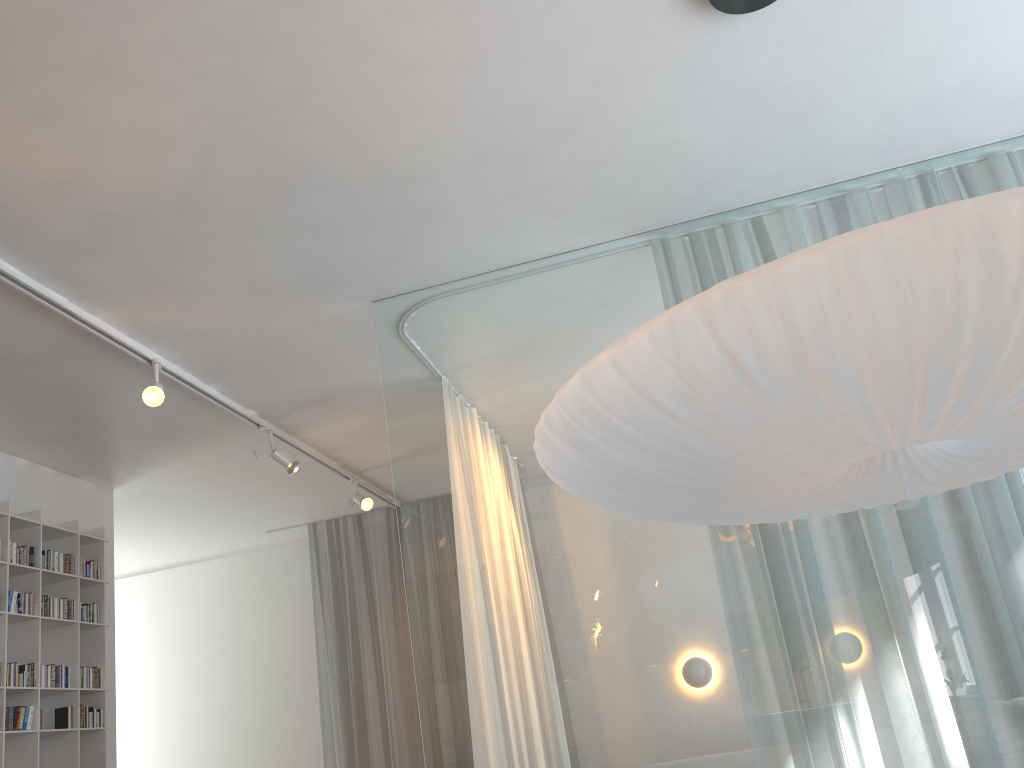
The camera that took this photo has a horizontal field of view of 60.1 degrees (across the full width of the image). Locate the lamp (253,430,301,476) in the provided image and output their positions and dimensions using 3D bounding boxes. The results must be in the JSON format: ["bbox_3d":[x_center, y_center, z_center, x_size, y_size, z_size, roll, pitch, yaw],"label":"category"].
[{"bbox_3d":[-1.215,0.351,4.585,0.086,0.234,0.252,-24,-25,37],"label":"lamp"}]

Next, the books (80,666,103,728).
[{"bbox_3d":[-2.142,1.565,4.405,0.115,0.293,0.187,-12,-19,9],"label":"books"}]

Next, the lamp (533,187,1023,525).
[{"bbox_3d":[0.782,0.086,1.838,1.478,0.205,1.496,10,-28,-39],"label":"lamp"}]

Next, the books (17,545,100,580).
[{"bbox_3d":[-2.315,1.453,3.514,0.115,1.779,1.993,-12,-20,9],"label":"books"}]

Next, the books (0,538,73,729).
[{"bbox_3d":[-2.409,0.978,3.567,0.115,0.838,1.790,-12,-21,9],"label":"books"}]

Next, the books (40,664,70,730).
[{"bbox_3d":[-2.199,1.482,4.174,0.115,0.293,0.235,-12,-20,9],"label":"books"}]

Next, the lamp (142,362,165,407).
[{"bbox_3d":[-1.475,0.012,3.633,0.085,0.234,0.256,-1,-21,-22],"label":"lamp"}]

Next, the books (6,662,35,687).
[{"bbox_3d":[-2.257,1.328,4.015,0.102,0.110,0.237,-12,-21,9],"label":"books"}]

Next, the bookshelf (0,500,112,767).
[{"bbox_3d":[-2.375,1.407,3.522,0.227,2.027,2.128,-12,-20,9],"label":"bookshelf"}]

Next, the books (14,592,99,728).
[{"bbox_3d":[-2.212,1.349,4.269,0.115,0.612,0.580,-12,-20,9],"label":"books"}]

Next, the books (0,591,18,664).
[{"bbox_3d":[-2.306,1.140,3.954,0.090,0.422,0.159,-12,-19,9],"label":"books"}]

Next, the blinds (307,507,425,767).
[{"bbox_3d":[-0.510,2.115,6.076,1.814,2.674,0.156,-13,-19,12],"label":"blinds"}]

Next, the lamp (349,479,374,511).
[{"bbox_3d":[-0.974,0.706,5.571,0.086,0.234,0.255,10,-27,-44],"label":"lamp"}]

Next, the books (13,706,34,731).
[{"bbox_3d":[-2.224,1.507,3.971,0.090,0.105,0.120,-13,-20,10],"label":"books"}]

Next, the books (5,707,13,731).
[{"bbox_3d":[-2.254,1.466,3.849,0.099,0.102,0.147,-12,-21,8],"label":"books"}]
